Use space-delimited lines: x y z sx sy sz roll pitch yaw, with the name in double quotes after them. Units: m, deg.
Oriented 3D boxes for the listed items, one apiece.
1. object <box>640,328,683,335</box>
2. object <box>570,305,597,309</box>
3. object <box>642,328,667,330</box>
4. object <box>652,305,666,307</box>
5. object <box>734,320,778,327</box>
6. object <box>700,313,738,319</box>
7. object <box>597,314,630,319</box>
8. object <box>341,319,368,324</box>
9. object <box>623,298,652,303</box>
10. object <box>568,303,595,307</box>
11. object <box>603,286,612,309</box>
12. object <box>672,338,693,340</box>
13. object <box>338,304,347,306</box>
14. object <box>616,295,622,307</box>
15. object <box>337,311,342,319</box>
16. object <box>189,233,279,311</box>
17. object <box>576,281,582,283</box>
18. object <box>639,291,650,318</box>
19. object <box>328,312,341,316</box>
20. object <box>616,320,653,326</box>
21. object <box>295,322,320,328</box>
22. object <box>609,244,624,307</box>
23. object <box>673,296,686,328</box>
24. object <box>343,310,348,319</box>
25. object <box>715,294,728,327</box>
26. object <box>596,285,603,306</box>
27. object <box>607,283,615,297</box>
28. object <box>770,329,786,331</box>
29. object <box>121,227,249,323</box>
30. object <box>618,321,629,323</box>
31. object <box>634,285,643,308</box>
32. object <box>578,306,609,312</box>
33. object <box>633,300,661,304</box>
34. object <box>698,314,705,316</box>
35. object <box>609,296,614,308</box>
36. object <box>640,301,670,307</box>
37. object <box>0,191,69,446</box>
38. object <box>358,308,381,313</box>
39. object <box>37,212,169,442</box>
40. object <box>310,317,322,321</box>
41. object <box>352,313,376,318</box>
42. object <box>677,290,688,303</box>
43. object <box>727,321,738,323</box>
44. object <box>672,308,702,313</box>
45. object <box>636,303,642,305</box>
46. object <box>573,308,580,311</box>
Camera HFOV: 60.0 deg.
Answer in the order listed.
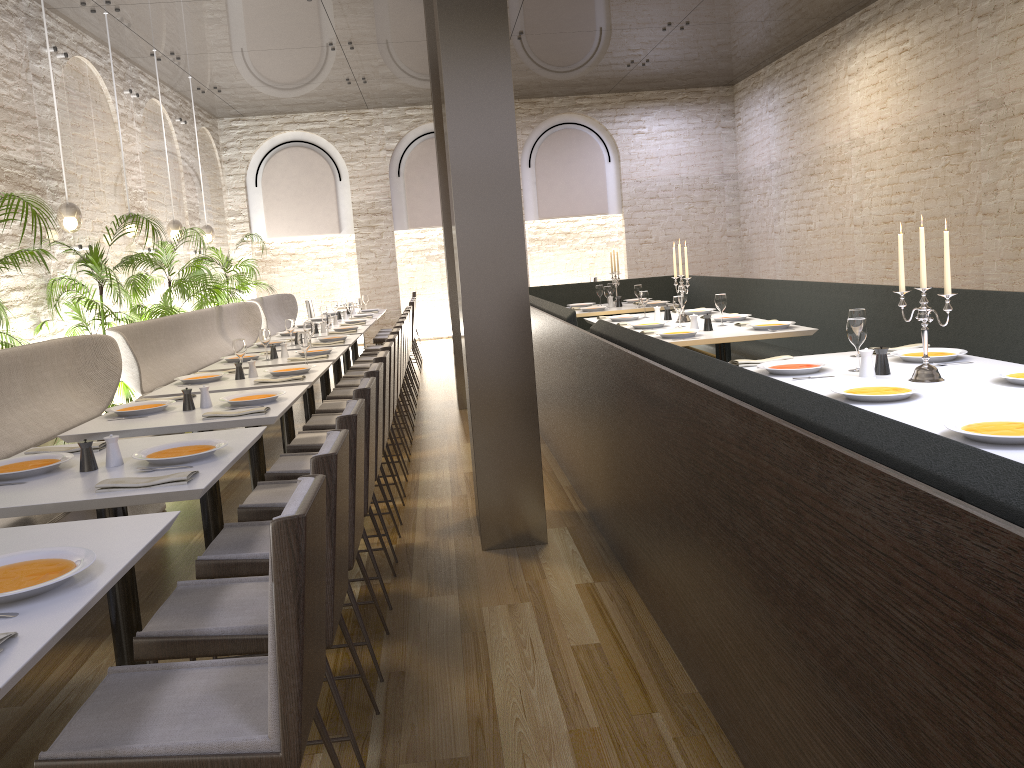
1.050 -0.369 6.236 0.273 0.033 0.143 -5 8 -4 "object"
0.767 -0.814 9.468 0.273 0.033 0.143 -5 8 -4 "object"
1.046 -0.403 6.497 0.185 0.010 0.017 -5 8 -4 "object"
1.474 -0.787 8.906 0.181 0.015 0.038 -5 8 -3 "object"
1.733 -0.431 6.290 0.273 0.033 0.143 -5 8 -4 "object"
1.662 -0.543 7.106 0.273 0.033 0.143 -5 8 -4 "object"
0.904 -0.599 7.905 0.273 0.033 0.143 -5 8 -4 "object"
-1.775 -0.709 10.067 0.321 0.036 0.323 1 10 32 "object"
1.396 -0.921 9.825 0.322 0.036 0.323 3 11 43 "object"
0.766 -0.865 9.777 0.322 0.036 0.323 -6 8 -9 "object"
0.999 -0.902 9.214 0.086 0.230 0.087 -1 7 31 "object"
1.117 -0.291 5.680 0.185 0.010 0.017 -5 8 -4 "object"
-2.820 -1.352 15.093 0.321 0.036 0.323 0 9 30 "object"
1.123 -0.868 9.306 0.069 0.126 0.069 0 8 37 "object"
-2.159 -0.863 11.068 0.059 0.109 0.060 -1 7 31 "object"
-3.703 -0.993 11.678 1.147 1.966 1.191 -7 7 -24 "object"
0.867 -1.204 11.379 0.086 0.230 0.086 -2 7 25 "object"
1.139 -0.684 7.624 0.086 0.230 0.087 -4 6 7 "object"
-2.504 -0.967 12.251 0.321 0.036 0.323 1 10 32 "object"
0.978 -0.482 7.052 0.273 0.033 0.143 -5 8 -4 "object"
-2.309 -0.661 10.026 0.321 0.036 0.323 1 10 32 "object"
1.098 -1.154 9.410 0.131 0.654 0.392 -4 7 6 "object"
1.234 -0.534 6.533 0.086 0.230 0.087 -5 6 -4 "object"
-2.093 -0.875 11.119 0.059 0.109 0.060 -1 7 31 "object"
1.505 -0.531 6.370 0.086 0.230 0.086 0 8 37 "object"
0.960 -0.964 9.665 0.086 0.230 0.087 -1 7 31 "object"
1.109 -1.004 9.864 0.087 0.230 0.086 -9 7 -34 "object"
1.750 -0.354 5.753 0.181 0.015 0.038 -5 8 -3 "object"
-3.505 -0.656 9.233 1.188 1.966 1.150 0 8 36 "object"
0.971 -0.521 7.349 0.185 0.010 0.017 -5 8 -4 "object"
1.279 -0.886 8.949 0.086 0.230 0.087 -1 7 31 "object"
0.830 -0.764 9.037 0.322 0.036 0.322 -9 9 -28 "object"
1.451 -0.874 9.516 0.273 0.033 0.143 -5 8 -4 "object"
1.604 -0.583 7.422 0.181 0.015 0.038 -5 8 -3 "object"
1.041 -0.864 9.323 0.069 0.126 0.069 0 8 37 "object"
1.461 -0.820 9.085 0.322 0.036 0.322 -9 9 -28 "object"
-3.144 -0.094 5.145 1.144 1.966 1.194 -1 7 26 "object"
-1.970 -1.014 12.292 0.321 0.036 0.323 1 10 32 "object"
-3.328 -0.382 7.239 1.144 1.966 1.194 -1 7 26 "object"
-2.405 -0.811 11.121 0.321 0.036 0.323 1 10 32 "object"
-1.871 -0.859 11.161 0.321 0.036 0.323 1 10 32 "object"
1.418 -0.667 7.359 0.086 0.230 0.087 -4 6 7 "object"
1.679 -0.466 6.570 0.181 0.015 0.038 -5 8 -3 "object"
1.587 -0.660 7.959 0.273 0.033 0.143 -5 8 -4 "object"
1.464 -0.853 9.363 0.273 0.033 0.143 -5 8 -4 "object"
0.780 -0.793 9.315 0.273 0.033 0.143 -5 8 -4 "object"
